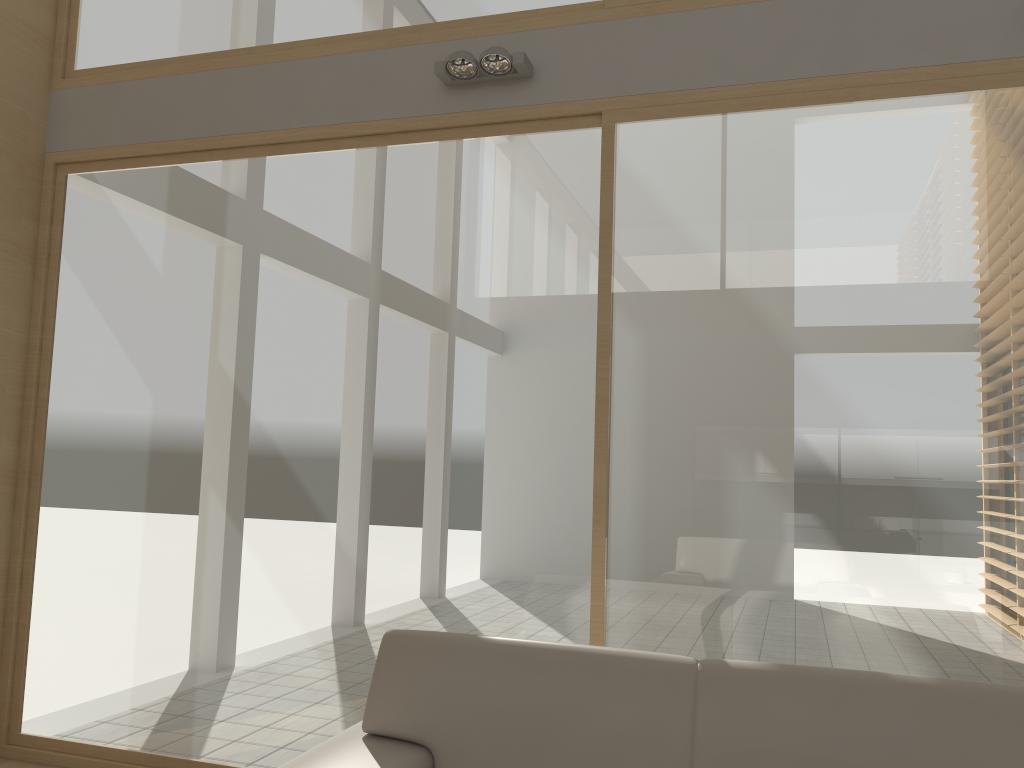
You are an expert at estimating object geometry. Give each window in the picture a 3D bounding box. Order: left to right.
[{"bbox_3d":[-0.898,0.277,3.600,2.525,2.500,0.020,0,-6,18],"label":"window"},{"bbox_3d":[-0.805,-2.558,3.878,2.525,2.200,0.020,0,-6,18],"label":"window"},{"bbox_3d":[1.547,0.278,2.792,2.525,2.500,0.020,0,-6,18],"label":"window"}]

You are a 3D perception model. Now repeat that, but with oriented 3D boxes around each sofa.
[{"bbox_3d":[0.392,1.094,2.004,2.093,0.846,1.168,0,-6,18],"label":"sofa"}]

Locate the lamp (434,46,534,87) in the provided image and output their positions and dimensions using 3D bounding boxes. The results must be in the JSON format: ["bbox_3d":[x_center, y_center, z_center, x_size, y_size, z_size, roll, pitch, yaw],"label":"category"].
[{"bbox_3d":[-0.116,-1.214,3.376,0.360,0.080,0.182,0,-6,18],"label":"lamp"}]
